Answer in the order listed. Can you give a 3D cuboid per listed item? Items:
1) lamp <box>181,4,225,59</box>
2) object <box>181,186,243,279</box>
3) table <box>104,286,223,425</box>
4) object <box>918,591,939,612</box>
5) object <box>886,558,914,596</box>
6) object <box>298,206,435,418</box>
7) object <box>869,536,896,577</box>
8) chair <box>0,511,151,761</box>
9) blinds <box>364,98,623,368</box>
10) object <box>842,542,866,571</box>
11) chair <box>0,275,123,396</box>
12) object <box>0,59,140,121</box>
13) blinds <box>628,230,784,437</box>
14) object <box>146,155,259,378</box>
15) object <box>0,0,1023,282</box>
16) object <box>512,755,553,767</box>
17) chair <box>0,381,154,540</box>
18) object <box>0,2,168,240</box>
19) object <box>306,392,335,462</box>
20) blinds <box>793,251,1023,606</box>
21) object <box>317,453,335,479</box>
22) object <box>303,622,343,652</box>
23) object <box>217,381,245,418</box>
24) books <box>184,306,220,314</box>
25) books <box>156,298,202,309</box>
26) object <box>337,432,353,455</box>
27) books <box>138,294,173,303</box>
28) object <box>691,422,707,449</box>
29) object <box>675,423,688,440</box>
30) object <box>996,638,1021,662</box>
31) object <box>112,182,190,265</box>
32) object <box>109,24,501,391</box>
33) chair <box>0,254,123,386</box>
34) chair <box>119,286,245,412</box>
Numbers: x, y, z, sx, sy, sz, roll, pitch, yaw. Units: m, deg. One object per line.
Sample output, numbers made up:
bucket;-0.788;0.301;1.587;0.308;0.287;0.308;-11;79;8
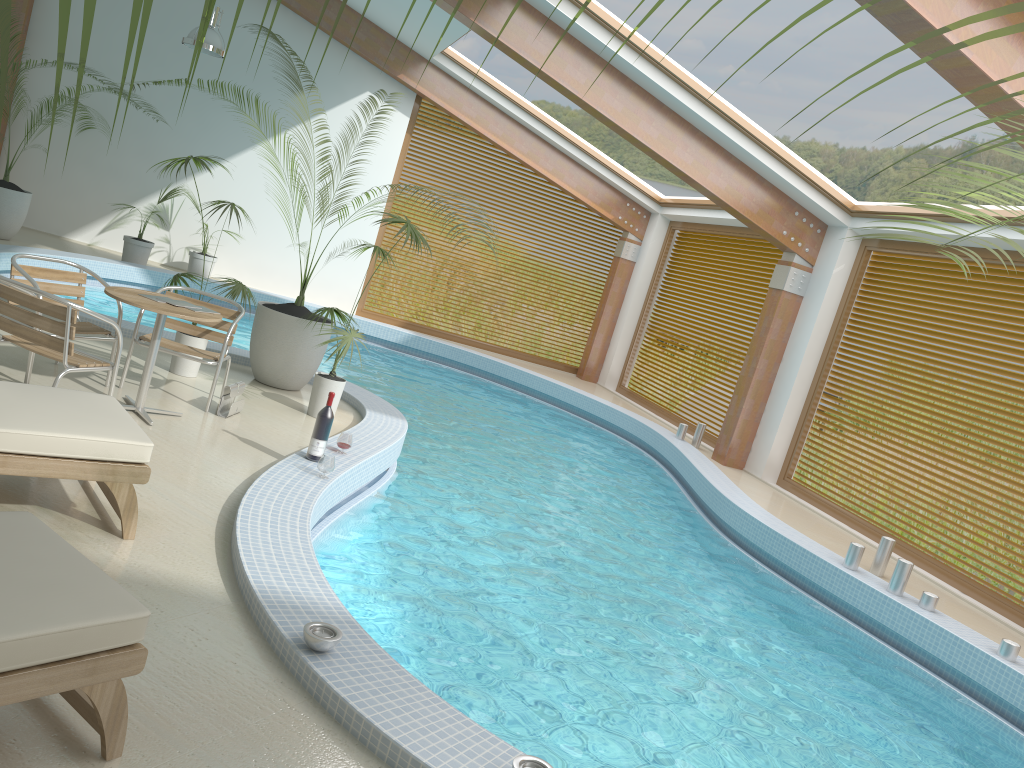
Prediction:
lamp;-3.421;-4.927;10.508;0.506;1.958;0.505;15;8;-18
object;-4.497;-2.189;13.047;1.067;1.310;0.822;16;8;-6
table;-2.265;-0.165;5.571;0.700;0.720;0.700;17;8;1
object;3.011;1.570;6.409;0.115;0.107;0.115;21;9;30
object;2.874;1.430;6.565;0.115;0.254;0.115;20;8;22
object;-1.178;-0.523;6.848;0.791;1.695;1.059;12;9;-31
object;3.077;1.431;7.363;0.115;0.320;0.115;21;9;30
chair;-1.751;0.437;1.773;0.861;0.866;1.903;22;9;33
blinds;-0.104;-2.612;15.275;4.500;4.025;0.099;15;8;-18
object;2.677;1.349;6.943;0.115;0.194;0.115;20;8;22
chair;-2.591;-0.193;4.965;0.618;0.727;0.563;19;8;14
object;-5.576;-2.816;8.857;2.979;2.960;2.729;23;9;37
blinds;2.974;-0.801;13.245;0.095;2.921;4.200;15;8;-18
object;-2.418;-0.899;6.829;1.059;1.695;0.791;19;8;17
object;1.159;0.340;0.887;2.729;2.960;2.979;22;9;36
object;0.060;1.200;2.696;0.140;0.069;0.140;23;10;40
chair;-2.411;0.014;3.379;1.903;0.866;0.861;11;10;-40
object;-6.034;-3.273;11.158;2.729;2.960;2.979;11;9;-38
object;-1.157;0.257;5.429;0.109;0.435;0.109;19;8;16
blinds;4.316;0.261;8.513;0.095;2.921;4.200;15;8;-18
object;-1.080;0.477;5.150;0.102;0.137;0.102;16;8;-10
object;-0.680;0.911;3.155;0.140;0.069;0.140;23;10;40
object;-1.948;0.107;6.200;0.081;0.223;0.272;17;8;2
books;-2.004;-0.481;5.667;0.166;0.004;0.241;20;8;23
books;-2.110;-0.513;5.630;0.166;0.004;0.241;20;8;23
object;-1.093;0.387;5.785;0.102;0.137;0.102;16;8;-10
books;-2.208;-0.534;5.597;0.166;0.004;0.241;20;8;23
object;2.411;0.664;11.457;0.115;0.320;0.115;21;9;30
object;2.145;0.596;11.191;0.115;0.204;0.115;20;8;22
object;3.220;1.725;5.750;0.115;0.107;0.115;21;9;30
object;-5.074;-2.277;12.404;0.822;1.310;1.067;20;8;21
object;-1.518;-1.361;7.299;2.979;2.960;2.729;17;8;-1
chair;-2.934;-0.404;5.742;0.563;0.727;0.618;20;8;24
chair;-2.289;-0.275;6.238;0.618;0.727;0.563;16;8;-6
